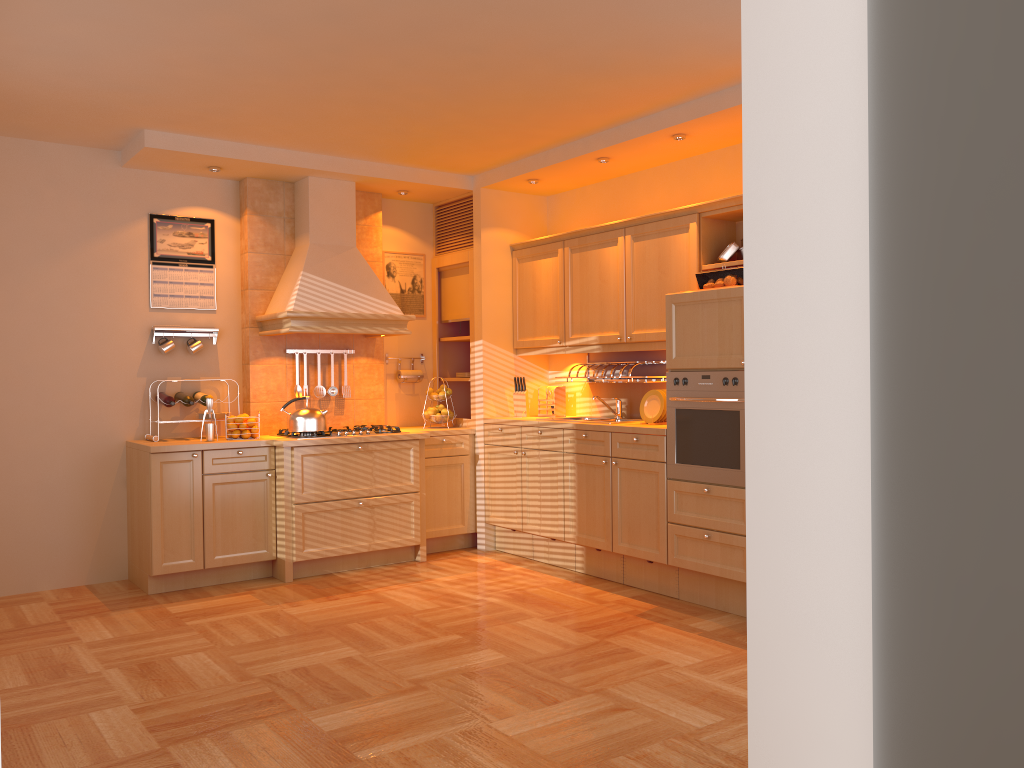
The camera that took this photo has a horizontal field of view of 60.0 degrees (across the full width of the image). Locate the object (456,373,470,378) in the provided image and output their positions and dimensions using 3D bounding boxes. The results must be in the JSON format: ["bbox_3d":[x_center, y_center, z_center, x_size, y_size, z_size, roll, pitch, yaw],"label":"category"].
[{"bbox_3d":[-0.314,-0.067,6.761,0.222,0.039,0.222,-1,1,-18],"label":"object"}]

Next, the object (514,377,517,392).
[{"bbox_3d":[0.027,0.081,6.417,0.019,0.265,0.037,0,1,18],"label":"object"}]

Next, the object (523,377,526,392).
[{"bbox_3d":[0.088,0.080,6.385,0.019,0.265,0.037,0,1,37],"label":"object"}]

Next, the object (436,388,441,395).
[{"bbox_3d":[-0.537,0.055,6.559,0.050,0.051,0.051,-1,1,-11],"label":"object"}]

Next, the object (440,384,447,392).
[{"bbox_3d":[-0.504,0.032,6.521,0.055,0.059,0.058,-1,1,10],"label":"object"}]

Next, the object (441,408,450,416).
[{"bbox_3d":[-0.486,0.208,6.467,0.063,0.060,0.064,-1,1,-20],"label":"object"}]

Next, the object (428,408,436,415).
[{"bbox_3d":[-0.580,0.204,6.451,0.056,0.063,0.065,0,1,30],"label":"object"}]

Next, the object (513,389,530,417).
[{"bbox_3d":[0.068,0.138,6.413,0.100,0.200,0.070,0,1,28],"label":"object"}]

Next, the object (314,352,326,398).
[{"bbox_3d":[-1.333,-0.061,6.150,0.090,0.320,0.017,-1,1,-36],"label":"object"}]

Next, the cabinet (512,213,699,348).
[{"bbox_3d":[0.662,-0.617,5.857,0.332,0.712,1.792,-1,1,-36],"label":"cabinet"}]

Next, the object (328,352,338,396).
[{"bbox_3d":[-1.266,-0.068,6.219,0.077,0.309,0.037,-1,1,-36],"label":"object"}]

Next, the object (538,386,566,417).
[{"bbox_3d":[0.286,0.126,6.380,0.103,0.221,0.200,-1,1,-36],"label":"object"}]

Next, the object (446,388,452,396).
[{"bbox_3d":[-0.470,0.060,6.547,0.058,0.060,0.057,-1,1,-14],"label":"object"}]

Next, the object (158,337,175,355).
[{"bbox_3d":[-2.214,-0.244,5.689,0.103,0.111,0.066,-1,1,-42],"label":"object"}]

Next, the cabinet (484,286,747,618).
[{"bbox_3d":[0.905,0.348,5.294,0.625,1.700,3.000,-1,1,-36],"label":"cabinet"}]

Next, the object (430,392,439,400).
[{"bbox_3d":[-0.571,0.091,6.530,0.064,0.058,0.063,0,1,20],"label":"object"}]

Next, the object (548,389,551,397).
[{"bbox_3d":[0.274,0.133,6.330,0.042,0.192,0.040,-1,1,15],"label":"object"}]

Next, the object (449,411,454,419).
[{"bbox_3d":[-0.459,0.231,6.585,0.059,0.059,0.058,-1,1,8],"label":"object"}]

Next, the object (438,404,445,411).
[{"bbox_3d":[-0.517,0.175,6.492,0.049,0.052,0.050,-1,1,-28],"label":"object"}]

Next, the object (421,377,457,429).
[{"bbox_3d":[-0.541,0.136,6.551,0.265,0.376,0.265,-1,1,13],"label":"object"}]

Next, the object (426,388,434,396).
[{"bbox_3d":[-0.608,0.059,6.565,0.061,0.064,0.063,-1,1,-26],"label":"object"}]

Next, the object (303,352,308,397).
[{"bbox_3d":[-1.419,-0.060,6.095,0.028,0.319,0.006,-1,1,-36],"label":"object"}]

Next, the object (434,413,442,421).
[{"bbox_3d":[-0.540,0.242,6.471,0.064,0.062,0.064,0,1,42],"label":"object"}]

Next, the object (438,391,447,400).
[{"bbox_3d":[-0.508,0.083,6.510,0.064,0.063,0.063,-1,1,-19],"label":"object"}]

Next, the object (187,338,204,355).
[{"bbox_3d":[-2.070,-0.247,5.793,0.103,0.111,0.066,-1,1,-42],"label":"object"}]

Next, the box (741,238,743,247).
[{"bbox_3d":[1.353,-0.790,4.950,0.124,0.066,0.177,-1,1,0],"label":"box"}]

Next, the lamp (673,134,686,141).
[{"bbox_3d":[0.944,-1.389,4.996,0.070,0.021,0.070,-1,1,15],"label":"lamp"}]

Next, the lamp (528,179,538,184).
[{"bbox_3d":[0.147,-1.391,6.100,0.070,0.021,0.070,-1,1,15],"label":"lamp"}]

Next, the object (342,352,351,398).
[{"bbox_3d":[-1.170,-0.063,6.265,0.061,0.323,0.020,-1,1,-36],"label":"object"}]

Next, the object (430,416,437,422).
[{"bbox_3d":[-0.575,0.255,6.519,0.052,0.056,0.057,-1,1,17],"label":"object"}]

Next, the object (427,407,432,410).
[{"bbox_3d":[-0.600,0.196,6.551,0.055,0.058,0.056,-1,1,0],"label":"object"}]

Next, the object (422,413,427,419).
[{"bbox_3d":[-0.636,0.228,6.565,0.056,0.057,0.053,0,1,31],"label":"object"}]

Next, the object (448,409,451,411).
[{"bbox_3d":[-0.473,0.214,6.628,0.045,0.047,0.046,-1,1,10],"label":"object"}]

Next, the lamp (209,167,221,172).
[{"bbox_3d":[-1.887,-1.361,5.627,0.070,0.021,0.070,0,1,37],"label":"lamp"}]

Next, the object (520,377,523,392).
[{"bbox_3d":[0.068,0.080,6.396,0.019,0.265,0.038,0,1,37],"label":"object"}]

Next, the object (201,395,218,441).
[{"bbox_3d":[-1.875,0.209,5.462,0.088,0.288,0.101,-1,1,-36],"label":"object"}]

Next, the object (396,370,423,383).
[{"bbox_3d":[-0.774,-0.059,6.703,0.186,0.094,0.096,-1,1,-35],"label":"object"}]

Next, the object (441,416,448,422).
[{"bbox_3d":[-0.494,0.250,6.518,0.063,0.061,0.064,0,1,32],"label":"object"}]

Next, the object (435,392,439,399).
[{"bbox_3d":[-0.566,0.090,6.588,0.057,0.056,0.051,-1,1,14],"label":"object"}]

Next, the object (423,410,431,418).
[{"bbox_3d":[-0.622,0.221,6.501,0.063,0.063,0.063,-1,1,-24],"label":"object"}]

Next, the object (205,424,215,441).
[{"bbox_3d":[-1.862,0.299,5.471,0.060,0.106,0.060,0,1,22],"label":"object"}]

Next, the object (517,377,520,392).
[{"bbox_3d":[0.046,0.081,6.407,0.019,0.265,0.038,0,1,37],"label":"object"}]

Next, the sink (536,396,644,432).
[{"bbox_3d":[0.562,0.245,5.787,0.465,0.336,0.746,-1,1,-36],"label":"sink"}]

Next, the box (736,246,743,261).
[{"bbox_3d":[1.354,-0.721,4.951,0.169,0.090,0.242,-1,1,0],"label":"box"}]

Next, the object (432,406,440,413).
[{"bbox_3d":[-0.561,0.195,6.504,0.063,0.061,0.063,0,1,28],"label":"object"}]

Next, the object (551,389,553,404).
[{"bbox_3d":[0.289,0.136,6.324,0.020,0.196,0.017,-1,1,-10],"label":"object"}]

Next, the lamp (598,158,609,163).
[{"bbox_3d":[0.570,-1.390,5.518,0.070,0.021,0.070,-1,1,4],"label":"lamp"}]

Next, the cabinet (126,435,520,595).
[{"bbox_3d":[-0.943,0.793,5.973,2.850,0.840,1.141,-1,1,-36],"label":"cabinet"}]

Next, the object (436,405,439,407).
[{"bbox_3d":[-0.540,0.175,6.552,0.051,0.048,0.050,-1,1,-2],"label":"object"}]

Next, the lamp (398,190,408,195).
[{"bbox_3d":[-0.789,-1.383,6.416,0.070,0.021,0.070,0,1,37],"label":"lamp"}]

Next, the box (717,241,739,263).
[{"bbox_3d":[1.219,-0.739,5.007,0.117,0.129,0.098,-1,1,0],"label":"box"}]
